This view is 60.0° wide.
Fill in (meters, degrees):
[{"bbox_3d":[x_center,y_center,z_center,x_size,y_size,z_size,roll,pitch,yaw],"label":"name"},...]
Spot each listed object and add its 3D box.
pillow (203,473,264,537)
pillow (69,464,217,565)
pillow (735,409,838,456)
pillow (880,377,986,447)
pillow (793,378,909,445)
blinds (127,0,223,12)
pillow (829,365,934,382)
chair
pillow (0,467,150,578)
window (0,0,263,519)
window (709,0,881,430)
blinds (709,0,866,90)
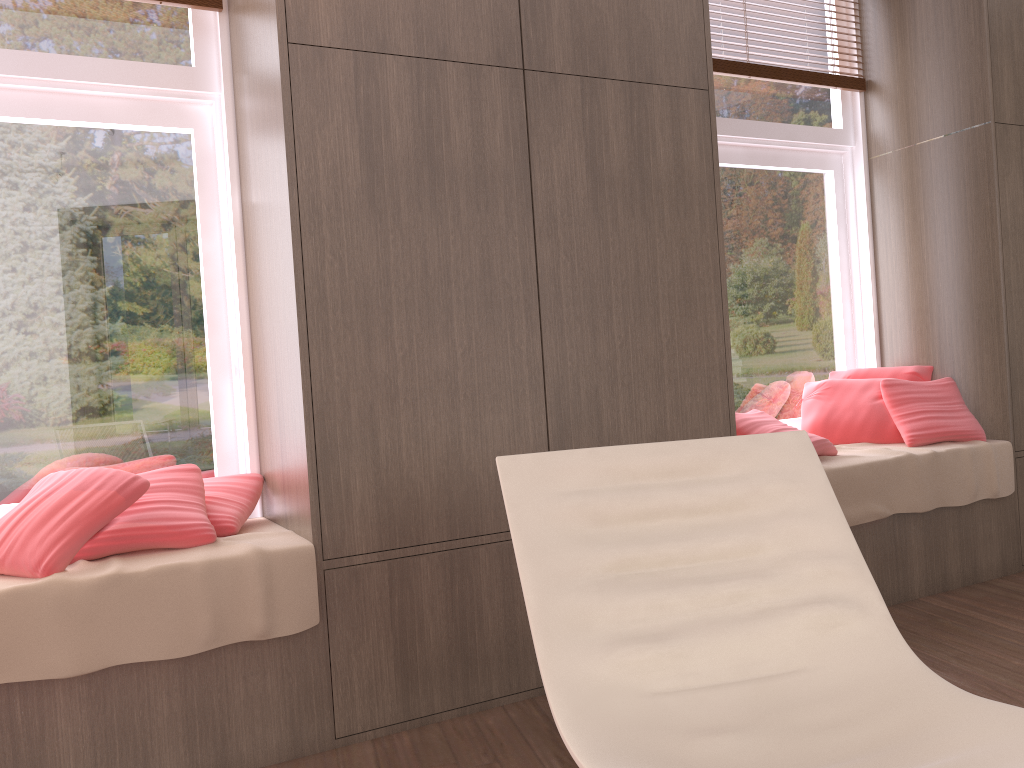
[{"bbox_3d":[-0.936,0.355,2.567,0.397,0.150,0.373,-4,1,2],"label":"pillow"},{"bbox_3d":[-0.997,0.335,2.340,0.403,0.200,0.354,-4,1,-19],"label":"pillow"},{"bbox_3d":[0.998,0.192,3.367,0.354,0.200,0.403,-3,1,40],"label":"pillow"},{"bbox_3d":[1.708,0.109,3.616,0.357,0.278,0.264,-4,1,-6],"label":"pillow"},{"bbox_3d":[1.442,0.115,3.761,0.485,0.279,0.270,-4,1,22],"label":"pillow"},{"bbox_3d":[-1.534,-1.677,2.415,1.373,1.142,0.042,-4,1,-27],"label":"blinds"},{"bbox_3d":[1.588,0.096,3.862,0.484,0.334,0.193,-4,1,26],"label":"pillow"},{"bbox_3d":[0.431,0.499,1.435,0.739,0.767,0.860,-4,1,-14],"label":"chair"},{"bbox_3d":[-1.156,0.340,2.219,0.389,0.234,0.356,-4,1,23],"label":"pillow"},{"bbox_3d":[-1.514,-0.650,2.519,1.407,2.229,0.160,-4,1,-27],"label":"window"},{"bbox_3d":[0.980,-0.828,3.809,1.407,2.229,0.160,-4,1,-27],"label":"window"},{"bbox_3d":[0.959,-1.857,3.713,1.373,1.138,0.042,-4,1,-27],"label":"blinds"}]
